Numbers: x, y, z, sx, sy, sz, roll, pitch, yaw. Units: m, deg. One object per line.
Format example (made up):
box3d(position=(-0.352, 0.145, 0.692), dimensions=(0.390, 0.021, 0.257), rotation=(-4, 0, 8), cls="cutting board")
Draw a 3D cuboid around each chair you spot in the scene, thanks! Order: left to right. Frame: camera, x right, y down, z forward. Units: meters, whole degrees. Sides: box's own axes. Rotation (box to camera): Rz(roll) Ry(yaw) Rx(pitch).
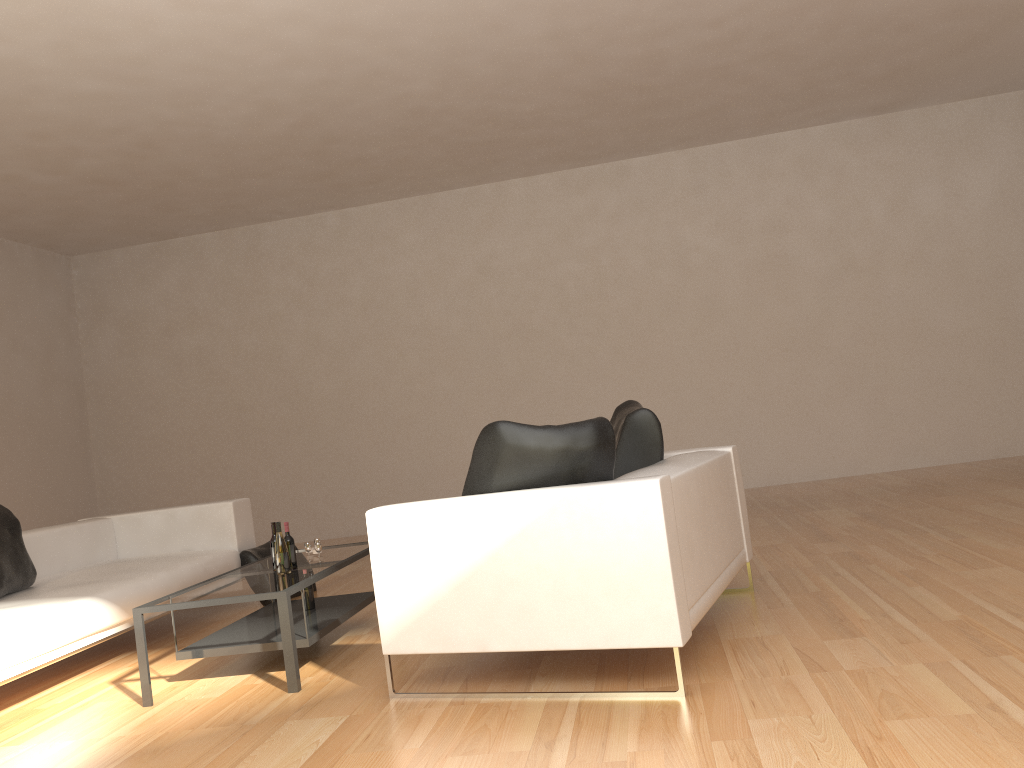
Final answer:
box3d(position=(0.308, 0.772, 4.022), dimensions=(1.262, 0.761, 1.671), rotation=(-9, -3, 23), cls="chair")

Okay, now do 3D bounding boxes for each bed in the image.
box3d(position=(-2.653, 1.224, 5.067), dimensions=(1.262, 0.761, 3.075), rotation=(-8, -3, 8), cls="bed")

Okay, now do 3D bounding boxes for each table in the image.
box3d(position=(-1.160, 1.180, 4.571), dimensions=(0.709, 0.460, 1.566), rotation=(-8, -3, 8), cls="table")

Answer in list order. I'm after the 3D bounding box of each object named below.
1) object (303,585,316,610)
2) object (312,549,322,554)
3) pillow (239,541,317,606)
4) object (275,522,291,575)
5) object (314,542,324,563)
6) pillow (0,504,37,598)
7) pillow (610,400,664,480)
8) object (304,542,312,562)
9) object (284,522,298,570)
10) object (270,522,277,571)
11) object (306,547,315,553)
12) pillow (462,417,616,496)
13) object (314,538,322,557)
box3d(position=(-1.102, 1.106, 4.767), dimensions=(0.065, 0.217, 0.065), rotation=(-7, -3, -10), cls="object")
box3d(position=(-1.096, 0.941, 4.992), dimensions=(0.052, 0.021, 0.052), rotation=(-9, -3, 31), cls="object")
box3d(position=(-1.694, 1.344, 6.331), dimensions=(0.340, 0.457, 0.503), rotation=(-9, -3, 27), cls="pillow")
box3d(position=(-1.138, 0.809, 4.370), dimensions=(0.067, 0.257, 0.068), rotation=(-9, -3, 26), cls="object")
box3d(position=(-1.006, 0.878, 4.622), dimensions=(0.039, 0.101, 0.039), rotation=(-5, -4, -40), cls="object")
box3d(position=(-2.889, 0.931, 4.892), dimensions=(0.270, 0.524, 0.628), rotation=(-7, -3, -8), cls="pillow")
box3d(position=(0.579, 0.414, 4.420), dimensions=(0.324, 0.666, 0.506), rotation=(-8, -3, -2), cls="pillow")
box3d(position=(-1.081, 0.892, 4.713), dimensions=(0.039, 0.101, 0.039), rotation=(-6, -3, -34), cls="object")
box3d(position=(-1.127, 0.820, 4.482), dimensions=(0.059, 0.244, 0.059), rotation=(-8, -3, 8), cls="object")
box3d(position=(-1.210, 0.833, 4.547), dimensions=(0.057, 0.248, 0.057), rotation=(-9, -3, 26), cls="object")
box3d(position=(-1.160, 0.955, 5.098), dimensions=(0.052, 0.021, 0.052), rotation=(-7, -3, -14), cls="object")
box3d(position=(0.098, 0.428, 3.522), dimensions=(0.660, 0.598, 0.291), rotation=(-8, -3, -3), cls="pillow")
box3d(position=(-1.064, 0.898, 4.865), dimensions=(0.039, 0.101, 0.039), rotation=(-6, -3, -34), cls="object")
